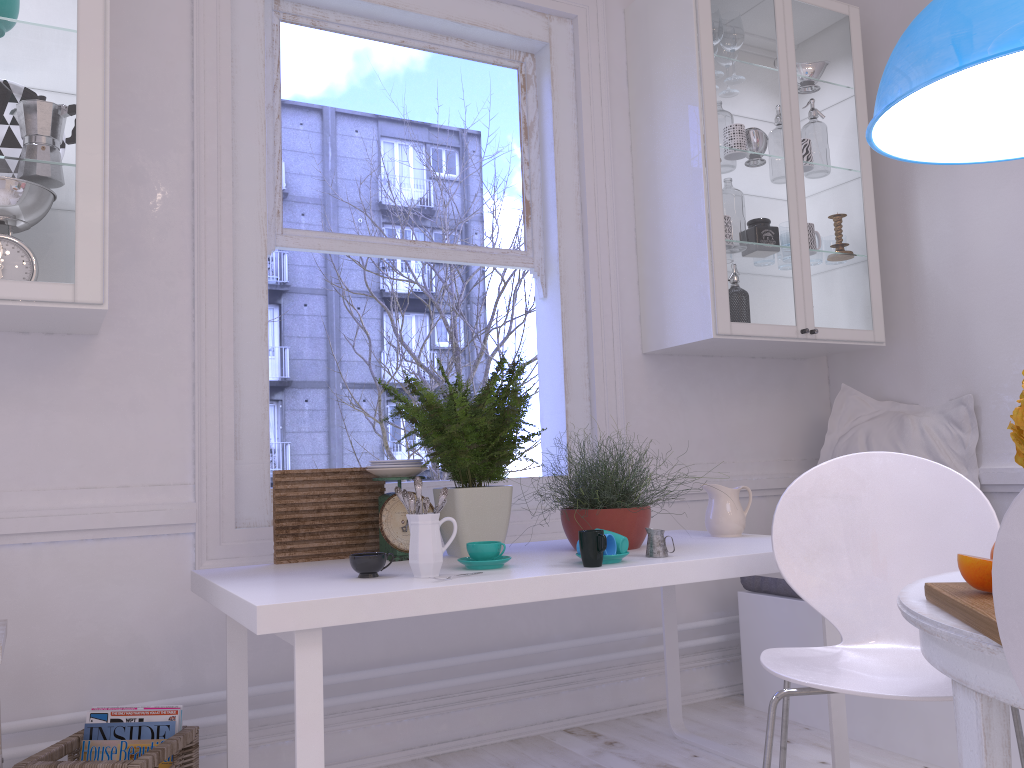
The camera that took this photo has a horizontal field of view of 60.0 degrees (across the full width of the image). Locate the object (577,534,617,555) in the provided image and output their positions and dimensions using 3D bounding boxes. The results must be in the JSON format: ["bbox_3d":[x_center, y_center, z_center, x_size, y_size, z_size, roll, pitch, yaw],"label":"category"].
[{"bbox_3d":[0.191,0.364,1.987,0.080,0.058,0.069,-6,-7,34],"label":"object"}]

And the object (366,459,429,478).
[{"bbox_3d":[-0.299,0.220,2.318,0.164,0.047,0.163,-4,-6,21],"label":"object"}]

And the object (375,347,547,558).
[{"bbox_3d":[-0.110,0.175,2.281,0.438,0.527,0.368,1,-6,-28],"label":"object"}]

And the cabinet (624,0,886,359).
[{"bbox_3d":[0.911,-0.780,3.296,0.823,1.311,0.425,1,-6,-28],"label":"cabinet"}]

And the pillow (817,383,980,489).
[{"bbox_3d":[1.368,0.300,3.231,0.677,0.642,0.374,-6,-6,32],"label":"pillow"}]

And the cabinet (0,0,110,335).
[{"bbox_3d":[-1.398,-0.810,2.059,0.823,1.311,0.425,1,-6,-28],"label":"cabinet"}]

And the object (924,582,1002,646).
[{"bbox_3d":[0.659,0.273,1.070,0.224,0.024,0.347,-3,-6,12],"label":"object"}]

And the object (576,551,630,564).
[{"bbox_3d":[0.204,0.390,1.995,0.121,0.021,0.121,-3,-6,12],"label":"object"}]

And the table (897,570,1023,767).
[{"bbox_3d":[1.102,0.583,1.055,1.140,0.629,1.140,-2,-5,0],"label":"table"}]

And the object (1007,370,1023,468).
[{"bbox_3d":[0.830,0.118,1.236,0.235,0.351,0.234,-5,-6,26],"label":"object"}]

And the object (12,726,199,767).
[{"bbox_3d":[-0.874,0.923,1.933,0.276,0.270,0.276,-3,-5,5],"label":"object"}]

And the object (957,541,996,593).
[{"bbox_3d":[0.638,0.227,1.092,0.129,0.075,0.285,-3,-6,8],"label":"object"}]

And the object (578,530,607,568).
[{"bbox_3d":[0.173,0.355,1.910,0.055,0.077,0.070,-2,-5,-3],"label":"object"}]

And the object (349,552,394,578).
[{"bbox_3d":[-0.304,0.385,1.883,0.082,0.048,0.079,-4,-6,21],"label":"object"}]

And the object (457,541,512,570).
[{"bbox_3d":[-0.062,0.381,1.977,0.121,0.055,0.121,-3,-6,12],"label":"object"}]

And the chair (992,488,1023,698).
[{"bbox_3d":[0.749,0.462,0.770,0.483,0.845,0.604,1,-6,-28],"label":"chair"}]

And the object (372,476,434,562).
[{"bbox_3d":[-0.285,0.345,2.299,0.159,0.208,0.185,1,-6,-28],"label":"object"}]

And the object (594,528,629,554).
[{"bbox_3d":[0.217,0.359,2.016,0.082,0.059,0.069,-7,-7,39],"label":"object"}]

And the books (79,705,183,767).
[{"bbox_3d":[-0.873,0.891,1.949,0.221,0.306,0.205,-3,-5,5],"label":"books"}]

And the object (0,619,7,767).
[{"bbox_3d":[-1.194,0.777,1.676,0.418,0.534,0.599,1,-6,-28],"label":"object"}]

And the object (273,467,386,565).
[{"bbox_3d":[-0.473,0.340,2.320,0.294,0.237,0.028,1,-6,-28],"label":"object"}]

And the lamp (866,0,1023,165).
[{"bbox_3d":[0.869,-1.436,1.598,0.568,1.948,0.568,-3,-5,6],"label":"lamp"}]

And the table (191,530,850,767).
[{"bbox_3d":[0.067,0.734,2.171,1.514,0.619,0.736,1,-6,-28],"label":"table"}]

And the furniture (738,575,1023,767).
[{"bbox_3d":[1.848,0.684,1.774,0.769,0.508,3.296,1,-6,-28],"label":"furniture"}]

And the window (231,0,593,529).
[{"bbox_3d":[-0.329,-0.457,2.979,1.234,1.782,0.181,1,-6,-28],"label":"window"}]

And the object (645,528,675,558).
[{"bbox_3d":[0.342,0.369,2.073,0.066,0.067,0.052,1,-6,-28],"label":"object"}]

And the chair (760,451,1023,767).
[{"bbox_3d":[0.724,0.547,1.650,0.604,0.845,0.483,-4,-6,17],"label":"chair"}]

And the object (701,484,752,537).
[{"bbox_3d":[0.620,0.364,2.577,0.115,0.152,0.127,-7,-8,44],"label":"object"}]

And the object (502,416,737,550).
[{"bbox_3d":[0.254,0.267,2.356,0.668,0.367,0.531,-2,-5,-4],"label":"object"}]
